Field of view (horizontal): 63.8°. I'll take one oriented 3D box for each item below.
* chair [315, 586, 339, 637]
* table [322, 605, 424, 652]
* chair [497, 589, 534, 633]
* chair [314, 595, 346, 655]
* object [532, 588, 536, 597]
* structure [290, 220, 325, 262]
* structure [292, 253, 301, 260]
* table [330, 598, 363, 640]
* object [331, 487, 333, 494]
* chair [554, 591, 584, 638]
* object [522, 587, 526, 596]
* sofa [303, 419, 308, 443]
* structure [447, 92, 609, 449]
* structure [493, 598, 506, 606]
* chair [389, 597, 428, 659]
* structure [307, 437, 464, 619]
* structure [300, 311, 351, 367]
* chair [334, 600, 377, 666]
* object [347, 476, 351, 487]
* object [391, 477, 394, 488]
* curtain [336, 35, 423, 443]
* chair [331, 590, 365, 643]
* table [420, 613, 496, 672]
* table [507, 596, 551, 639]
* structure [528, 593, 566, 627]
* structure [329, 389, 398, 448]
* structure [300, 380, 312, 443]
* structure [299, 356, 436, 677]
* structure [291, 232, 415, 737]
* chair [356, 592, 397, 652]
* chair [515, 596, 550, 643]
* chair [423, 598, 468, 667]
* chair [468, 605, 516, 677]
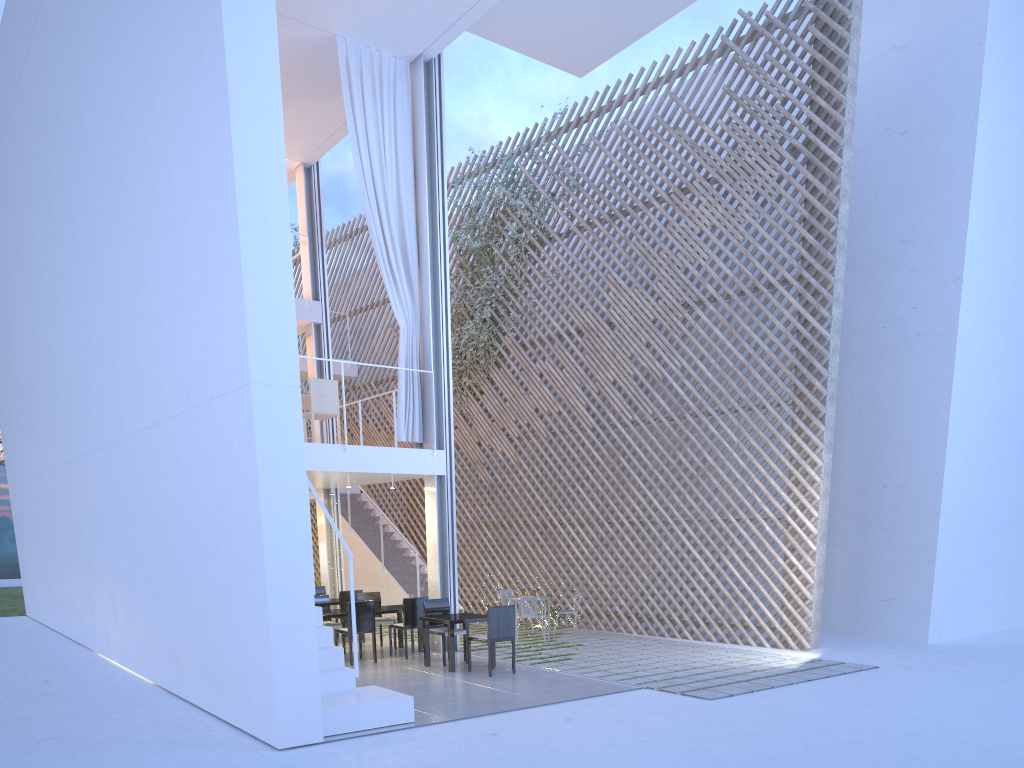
[{"bbox_3d":[-1.588,1.904,6.855,0.188,0.453,0.233,-7,9,-37],"label":"chair"},{"bbox_3d":[-1.092,1.749,5.781,0.911,0.336,0.349,5,-3,-36],"label":"table"},{"bbox_3d":[0.007,1.927,6.974,0.258,0.392,0.243,-4,6,-36],"label":"chair"},{"bbox_3d":[-1.328,1.717,5.840,0.188,0.453,0.233,-7,9,-37],"label":"chair"},{"bbox_3d":[0.178,1.669,6.568,0.032,0.079,0.030,1,9,8],"label":"object"},{"bbox_3d":[-3.599,0.300,11.174,1.083,4.669,3.260,-9,9,-40],"label":"structure"},{"bbox_3d":[-2.170,-0.743,7.564,0.027,0.569,1.702,-10,-1,-38],"label":"structure"},{"bbox_3d":[-1.651,1.890,6.518,0.911,0.336,0.349,5,-3,-36],"label":"table"},{"bbox_3d":[-1.439,0.845,6.589,0.029,0.082,0.028,-5,10,-25],"label":"object"},{"bbox_3d":[0.463,1.869,6.684,0.249,0.392,0.252,0,5,3],"label":"chair"},{"bbox_3d":[0.096,1.702,6.742,0.032,0.079,0.030,1,9,8],"label":"object"},{"bbox_3d":[-2.134,0.521,6.854,0.495,0.375,0.984,1,-7,-37],"label":"sofa"},{"bbox_3d":[-0.056,-0.803,7.437,2.340,2.812,0.715,2,9,44],"label":"structure"},{"bbox_3d":[-0.092,2.174,7.924,0.264,0.268,0.259,-1,1,-29],"label":"structure"},{"bbox_3d":[-0.718,1.685,5.708,0.188,0.453,0.233,-7,9,-37],"label":"chair"},{"bbox_3d":[-1.606,1.462,8.530,1.155,2.022,1.948,-7,5,-44],"label":"structure"},{"bbox_3d":[-2.250,-0.528,8.730,1.133,0.581,0.026,3,7,-35],"label":"structure"},{"bbox_3d":[-1.047,1.646,5.471,0.188,0.453,0.233,-7,9,-37],"label":"chair"},{"bbox_3d":[-1.114,0.664,5.610,0.029,0.082,0.028,-5,10,-25],"label":"object"},{"bbox_3d":[-2.050,1.135,6.076,1.661,0.835,1.842,4,-8,-39],"label":"object"},{"bbox_3d":[-0.822,-0.840,5.278,0.500,2.501,0.094,-9,14,-37],"label":"curtain"},{"bbox_3d":[-1.307,1.833,6.485,0.188,0.453,0.233,-7,9,-37],"label":"chair"},{"bbox_3d":[-0.338,1.642,5.244,0.355,0.341,0.349,-1,1,-37],"label":"table"},{"bbox_3d":[0.139,1.895,6.691,0.349,0.343,0.340,-1,1,16],"label":"table"},{"bbox_3d":[0.310,2.043,7.417,0.315,0.333,0.289,0,2,38],"label":"structure"},{"bbox_3d":[-1.047,0.379,6.392,0.027,0.569,1.700,-10,-1,-38],"label":"structure"},{"bbox_3d":[-2.723,0.332,9.866,0.519,1.947,1.242,-10,10,-43],"label":"structure"},{"bbox_3d":[-0.640,0.661,4.700,1.344,1.843,1.422,-4,4,-37],"label":"structure"},{"bbox_3d":[-1.236,0.145,5.052,1.693,3.411,3.629,-6,3,-37],"label":"structure"},{"bbox_3d":[-0.998,1.755,6.078,0.188,0.453,0.233,-7,9,-37],"label":"chair"},{"bbox_3d":[0.149,1.814,6.357,0.263,0.392,0.238,0,5,8],"label":"chair"},{"bbox_3d":[-0.429,1.620,5.373,0.188,0.453,0.233,-7,9,-37],"label":"chair"},{"bbox_3d":[-0.128,1.544,4.976,0.188,0.453,0.233,-7,9,-37],"label":"chair"}]
